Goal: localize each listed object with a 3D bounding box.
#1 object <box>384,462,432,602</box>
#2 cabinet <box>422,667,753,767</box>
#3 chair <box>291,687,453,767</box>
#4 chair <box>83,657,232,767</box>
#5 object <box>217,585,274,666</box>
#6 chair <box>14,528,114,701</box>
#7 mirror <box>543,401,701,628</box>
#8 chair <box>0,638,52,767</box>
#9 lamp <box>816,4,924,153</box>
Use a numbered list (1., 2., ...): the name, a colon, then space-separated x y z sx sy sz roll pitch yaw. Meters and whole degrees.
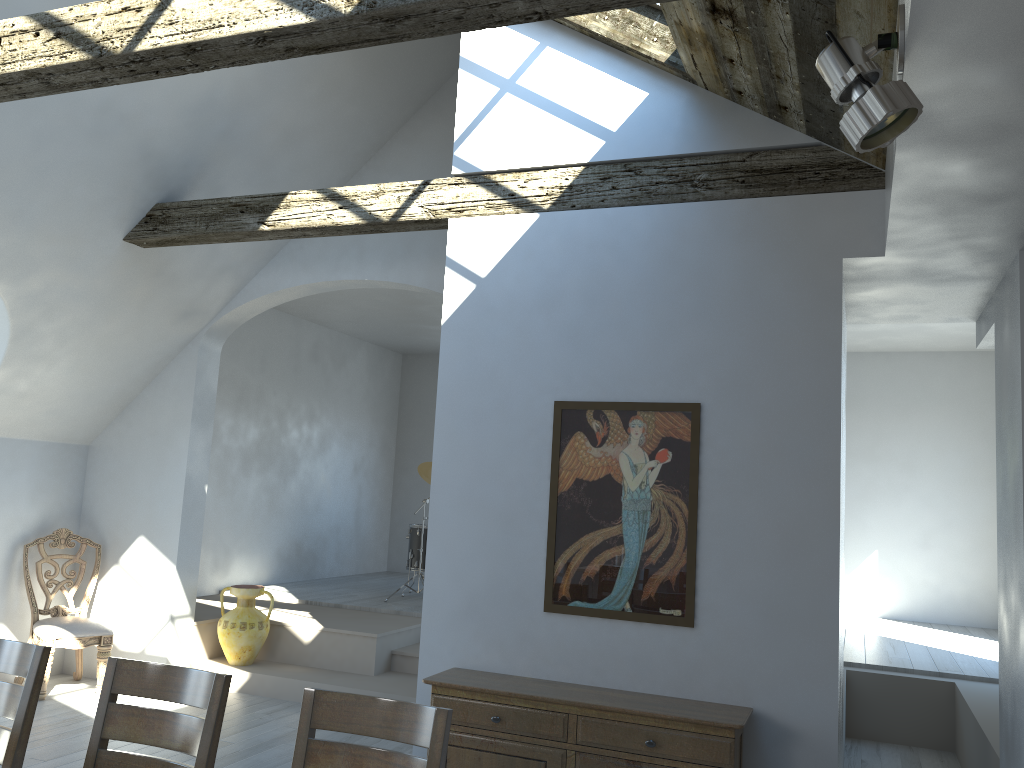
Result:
1. object: -0.250 1.580 9.420 2.354 1.383 1.465 6 -8 -24
2. cabinet: 0.308 1.774 4.032 1.481 0.714 0.383 0 -8 21
3. chair: -0.504 1.351 2.215 0.514 1.006 0.605 0 -8 21
4. chair: -1.198 1.345 2.487 0.514 1.006 0.605 0 -8 21
5. object: -2.129 1.917 7.050 0.402 0.605 0.396 6 -8 -22
6. chair: -3.304 1.676 6.594 0.552 1.159 0.655 10 -10 -43
7. mirror: 0.529 0.608 4.307 0.736 1.047 0.009 0 -8 21
8. chair: -1.892 1.340 2.758 0.514 1.006 0.605 0 -8 21
9. lamp: 0.977 -0.825 2.417 0.265 0.386 0.235 -3 -10 43
